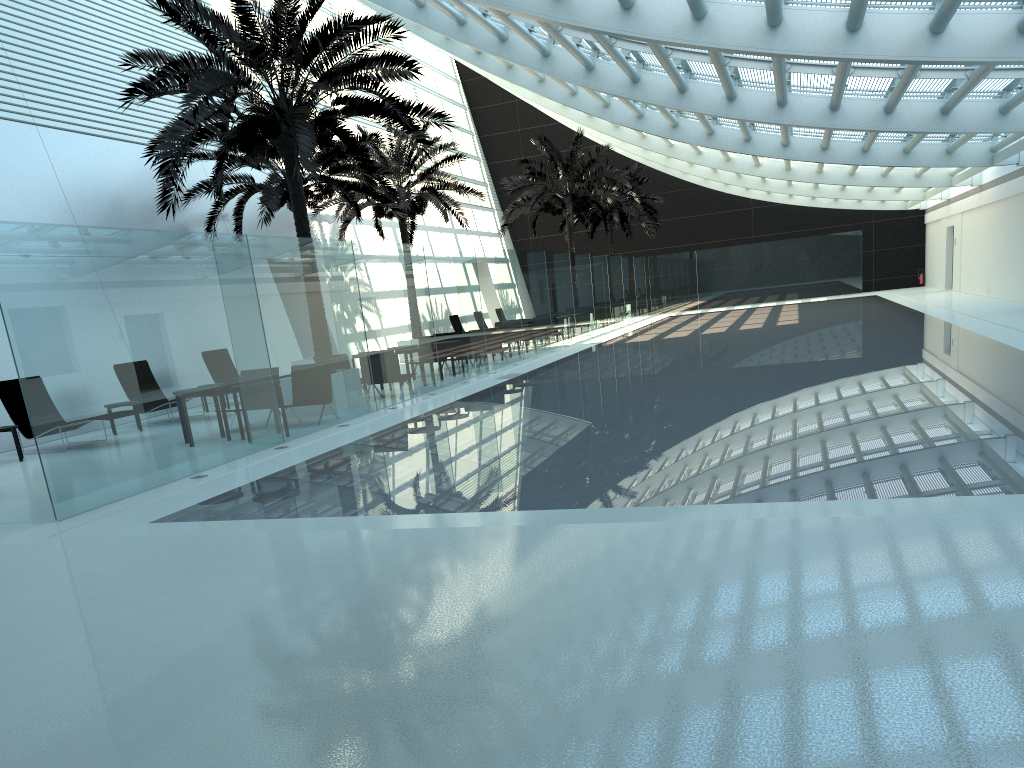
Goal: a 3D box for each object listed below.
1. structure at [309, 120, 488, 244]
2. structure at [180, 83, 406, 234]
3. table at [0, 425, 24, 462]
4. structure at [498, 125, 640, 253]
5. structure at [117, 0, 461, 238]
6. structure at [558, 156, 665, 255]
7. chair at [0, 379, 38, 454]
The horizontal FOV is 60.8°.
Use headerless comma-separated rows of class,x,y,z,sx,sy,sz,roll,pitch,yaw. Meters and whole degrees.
structure,-3.268,-4.160,25.874,4.529,7.142,4.224,-16,16,-37
structure,-4.866,-3.395,20.323,4.639,7.079,4.123,-7,13,-3
table,-7.582,0.915,12.949,0.545,0.536,0.543,-12,12,-28
structure,2.134,-5.411,31.592,4.834,7.272,4.268,-4,13,12
structure,-3.592,-3.018,14.064,4.799,7.271,4.302,3,15,36
structure,4.597,-6.431,39.040,4.454,7.271,4.636,-7,12,-3
chair,-6.906,0.413,13.805,2.042,1.199,0.887,-4,12,18
